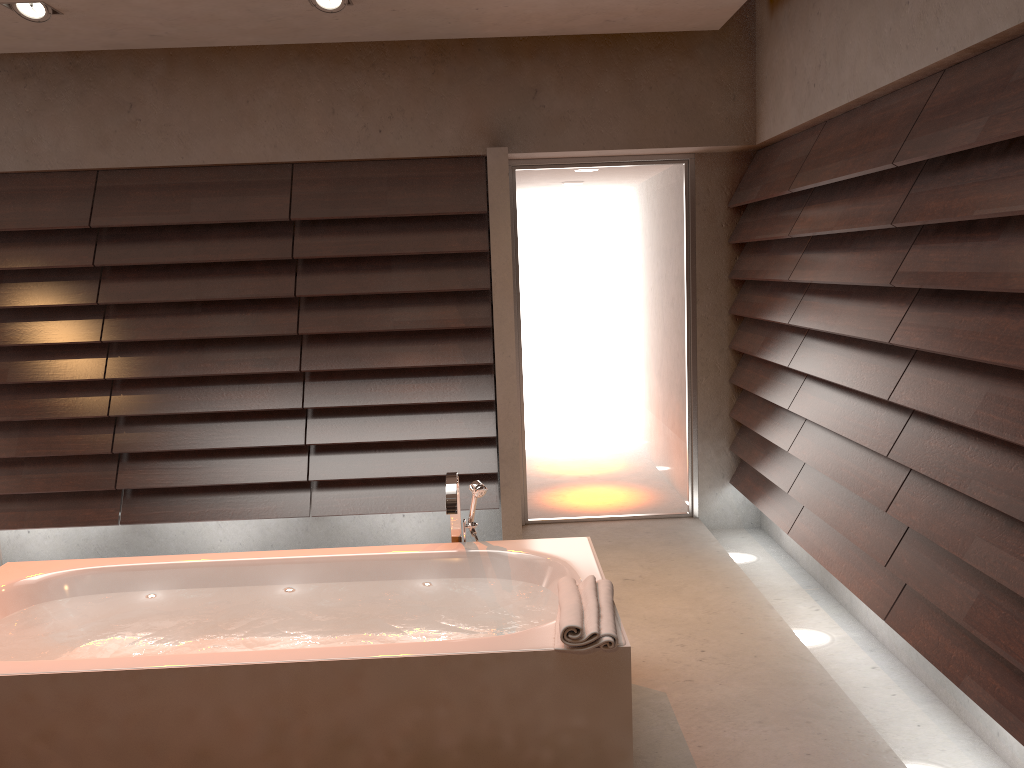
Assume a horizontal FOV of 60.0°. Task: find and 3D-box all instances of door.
[{"bbox_3d":[0.507,-0.223,4.885,1.007,2.000,0.090,-2,8,-1],"label":"door"}]

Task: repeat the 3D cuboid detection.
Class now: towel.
[{"bbox_3d":[0.194,0.593,2.345,0.159,0.068,0.396,-2,8,5],"label":"towel"}]

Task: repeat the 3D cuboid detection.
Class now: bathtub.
[{"bbox_3d":[-0.714,0.741,2.673,2.000,0.761,0.994,-2,8,-1],"label":"bathtub"}]

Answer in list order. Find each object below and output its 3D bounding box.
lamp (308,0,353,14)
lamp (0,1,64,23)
[{"bbox_3d":[-0.716,-1.518,3.463,0.165,0.110,0.170,-2,8,-1],"label":"lamp"},{"bbox_3d":[-1.863,-1.472,3.439,0.165,0.110,0.170,-2,8,-1],"label":"lamp"}]
